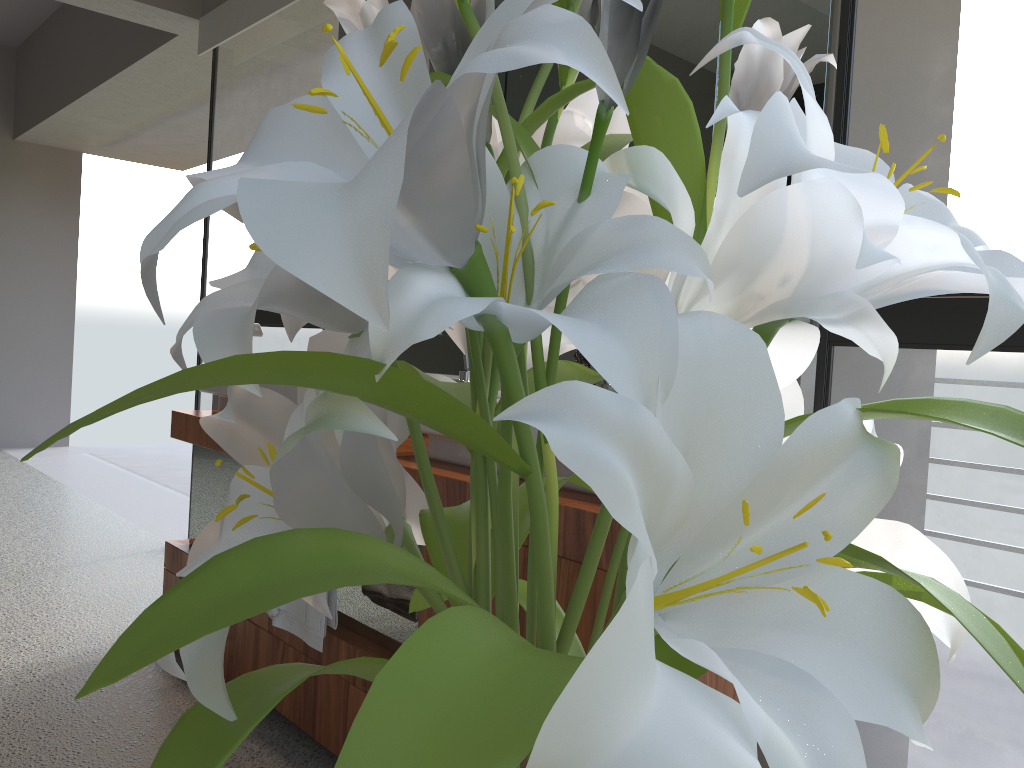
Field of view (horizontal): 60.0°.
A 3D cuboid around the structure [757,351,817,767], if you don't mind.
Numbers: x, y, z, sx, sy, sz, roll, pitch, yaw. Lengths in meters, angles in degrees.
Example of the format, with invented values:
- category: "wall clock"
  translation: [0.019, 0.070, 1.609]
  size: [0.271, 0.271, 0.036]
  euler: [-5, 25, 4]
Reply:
- category: "structure"
  translation: [0.333, 0.419, 1.413]
  size: [0.069, 0.988, 0.303]
  euler: [2, 2, -41]

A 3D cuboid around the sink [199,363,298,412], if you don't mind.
- category: "sink"
  translation: [-0.582, -0.021, 2.540]
  size: [0.352, 0.266, 0.750]
  euler: [2, 2, -41]

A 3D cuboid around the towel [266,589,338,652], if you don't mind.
- category: "towel"
  translation: [-0.461, 0.349, 1.892]
  size: [0.079, 0.368, 0.302]
  euler: [2, 2, -40]

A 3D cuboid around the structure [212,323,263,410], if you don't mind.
- category: "structure"
  translation: [-0.911, 0.296, 2.857]
  size: [0.069, 0.988, 0.303]
  euler: [2, 2, -41]

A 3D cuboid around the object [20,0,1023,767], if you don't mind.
- category: "object"
  translation: [0.031, 0.050, 0.470]
  size: [0.450, 0.796, 0.460]
  euler: [3, 2, -13]

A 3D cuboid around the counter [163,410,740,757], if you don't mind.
- category: "counter"
  translation: [-0.314, 0.495, 2.129]
  size: [0.524, 0.704, 1.849]
  euler: [2, 2, -41]

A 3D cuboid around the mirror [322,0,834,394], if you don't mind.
- category: "mirror"
  translation: [0.063, -0.641, 2.337]
  size: [0.253, 1.617, 1.791]
  euler: [2, 2, -41]

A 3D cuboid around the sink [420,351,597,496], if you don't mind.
- category: "sink"
  translation: [0.110, 0.048, 1.737]
  size: [0.352, 0.266, 0.750]
  euler: [2, 2, -41]
